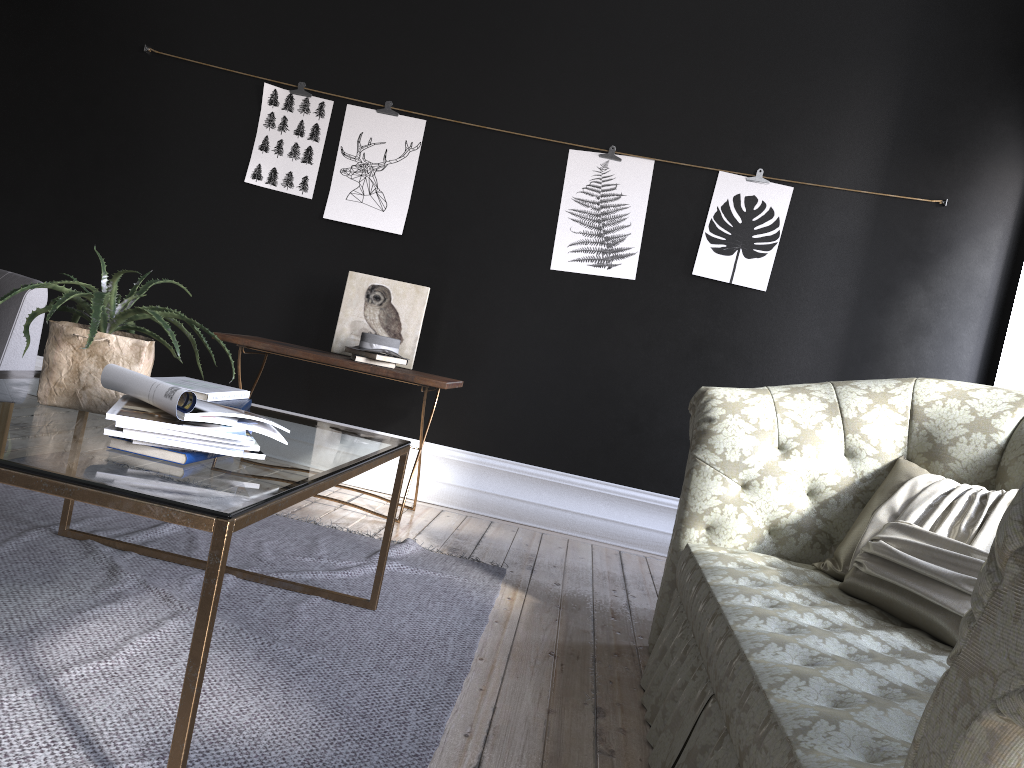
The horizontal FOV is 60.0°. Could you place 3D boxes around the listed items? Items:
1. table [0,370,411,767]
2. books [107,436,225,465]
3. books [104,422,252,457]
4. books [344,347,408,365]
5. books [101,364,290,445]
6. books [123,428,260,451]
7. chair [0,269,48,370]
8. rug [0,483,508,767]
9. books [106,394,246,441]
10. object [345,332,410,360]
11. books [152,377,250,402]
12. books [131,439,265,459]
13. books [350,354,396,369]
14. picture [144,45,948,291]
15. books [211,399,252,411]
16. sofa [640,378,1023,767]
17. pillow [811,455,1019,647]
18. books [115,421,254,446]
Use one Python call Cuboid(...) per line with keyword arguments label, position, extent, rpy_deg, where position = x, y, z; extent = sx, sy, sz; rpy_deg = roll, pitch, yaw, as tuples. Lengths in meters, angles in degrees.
Cuboid(label="table", position=(-0.974, 0.353, 2.181), extent=(1.092, 0.559, 1.448), rpy_deg=(12, 2, 4))
Cuboid(label="books", position=(-0.689, 0.127, 1.817), extent=(0.162, 0.023, 0.231), rpy_deg=(12, 2, 5))
Cuboid(label="books", position=(-0.677, 0.100, 1.838), extent=(0.253, 0.011, 0.318), rpy_deg=(12, 2, -14))
Cuboid(label="books", position=(-0.679, -0.142, 4.412), extent=(0.193, 0.030, 0.289), rpy_deg=(10, 3, -44))
Cuboid(label="books", position=(-0.680, 0.051, 1.906), extent=(0.321, 0.109, 0.273), rpy_deg=(14, 3, 39))
Cuboid(label="books", position=(-0.676, 0.089, 1.853), extent=(0.253, 0.011, 0.318), rpy_deg=(11, 2, -24))
Cuboid(label="chair", position=(-2.413, -0.145, 3.469), extent=(0.820, 0.863, 0.768), rpy_deg=(10, 4, -45))
Cuboid(label="rug", position=(-1.180, 0.583, 2.160), extent=(2.105, 0.050, 3.643), rpy_deg=(12, 2, 5))
Cuboid(label="books", position=(-0.681, 0.067, 1.826), extent=(0.253, 0.011, 0.318), rpy_deg=(11, 2, -19))
Cuboid(label="object", position=(-0.653, -0.195, 4.377), extent=(0.328, 0.087, 0.257), rpy_deg=(11, 2, -30))
Cuboid(label="books", position=(-0.949, 0.014, 2.658), extent=(0.220, 0.024, 0.307), rpy_deg=(12, 2, 4))
Cuboid(label="books", position=(-0.685, 0.108, 1.882), extent=(0.253, 0.011, 0.317), rpy_deg=(11, 2, -29))
Cuboid(label="books", position=(-0.697, -0.117, 4.440), extent=(0.203, 0.029, 0.268), rpy_deg=(11, 2, -16))
Cuboid(label="picture", position=(0.030, -1.061, 4.841), extent=(4.455, 0.772, 0.057), rpy_deg=(12, 3, 4))
Cuboid(label="books", position=(-0.891, 0.054, 2.651), extent=(0.193, 0.030, 0.289), rpy_deg=(12, 2, -11))
Cuboid(label="sofa", position=(1.207, 0.553, 1.884), extent=(1.605, 1.162, 2.811), rpy_deg=(12, 2, 5))
Cuboid(label="pillow", position=(1.198, 0.444, 2.364), extent=(0.529, 0.416, 1.105), rpy_deg=(12, 2, 4))
Cuboid(label="books", position=(-0.682, 0.078, 1.835), extent=(0.253, 0.011, 0.318), rpy_deg=(11, 2, -24))
